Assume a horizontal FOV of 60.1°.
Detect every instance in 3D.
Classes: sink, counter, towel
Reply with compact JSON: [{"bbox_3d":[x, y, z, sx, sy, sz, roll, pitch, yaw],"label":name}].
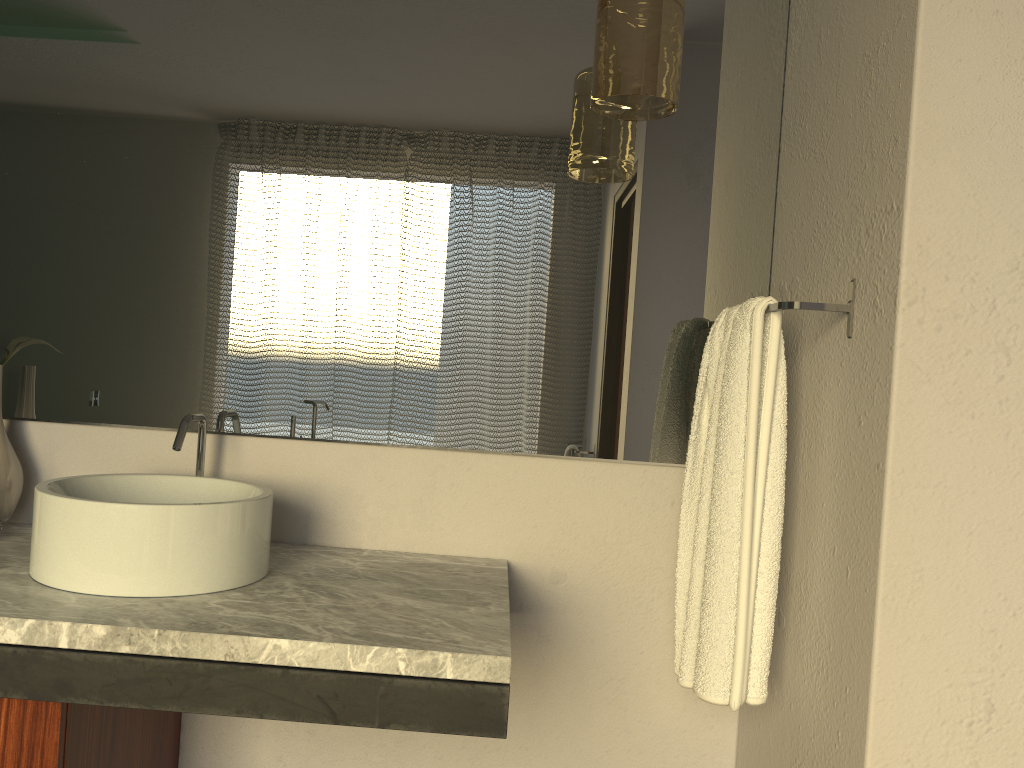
[{"bbox_3d":[-0.566,0.230,1.410,0.351,0.131,0.363,4,0,-22],"label":"sink"},{"bbox_3d":[-1.136,0.307,1.417,2.262,0.101,0.586,4,0,2],"label":"counter"},{"bbox_3d":[0.349,0.184,1.422,0.163,0.636,0.254,4,0,18],"label":"towel"}]

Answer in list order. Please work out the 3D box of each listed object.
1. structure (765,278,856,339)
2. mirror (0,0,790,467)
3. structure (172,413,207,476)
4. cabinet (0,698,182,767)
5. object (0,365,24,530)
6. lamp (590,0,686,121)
[{"bbox_3d":[0.431,-0.110,1.428,0.102,0.088,0.369,4,0,-1],"label":"structure"},{"bbox_3d":[-1.542,-0.549,1.713,4.085,1.152,0.017,4,0,2],"label":"mirror"},{"bbox_3d":[-0.593,0.172,1.575,0.066,0.242,0.164,4,0,3],"label":"structure"},{"bbox_3d":[-0.961,0.666,1.450,0.660,0.599,0.511,4,0,1],"label":"cabinet"},{"bbox_3d":[-0.988,0.115,1.577,0.122,0.305,0.235,4,0,26],"label":"object"},{"bbox_3d":[0.224,-0.871,1.407,0.142,0.867,0.135,4,1,43],"label":"lamp"}]
